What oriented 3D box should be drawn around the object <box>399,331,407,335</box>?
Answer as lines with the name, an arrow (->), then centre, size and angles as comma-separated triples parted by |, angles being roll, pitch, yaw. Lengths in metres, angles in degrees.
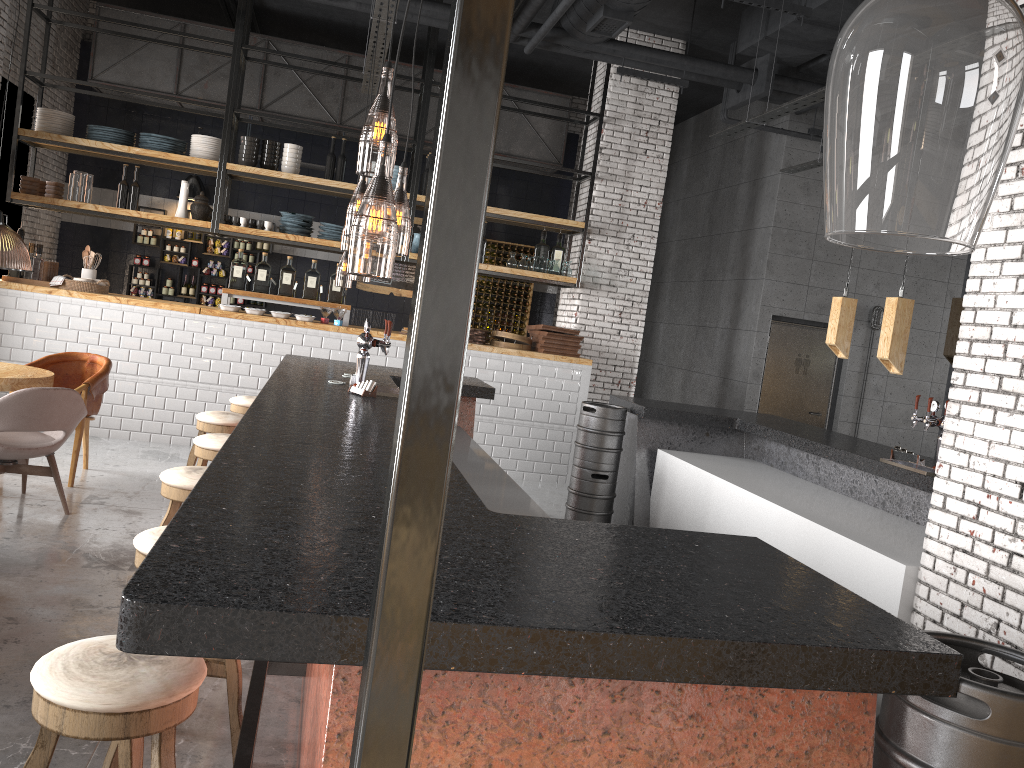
object -> -0.950, -0.505, 9.102 | 0.407, 0.019, 0.458 | 10, 5, 29

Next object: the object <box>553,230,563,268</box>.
object -> 0.510, -1.465, 9.834 | 0.140, 0.549, 0.097 | 8, 3, -8

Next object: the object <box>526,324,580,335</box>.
object -> 0.424, -0.567, 9.343 | 0.406, 0.094, 0.637 | 7, 4, -15

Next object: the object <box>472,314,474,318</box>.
object -> -0.581, -0.615, 9.138 | 0.241, 0.338, 0.489 | 6, 4, -26

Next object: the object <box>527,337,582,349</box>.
object -> 0.442, -0.435, 9.422 | 0.405, 0.044, 0.637 | 7, 4, -16

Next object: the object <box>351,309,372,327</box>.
object -> -1.519, -0.670, 8.973 | 0.181, 0.168, 0.170 | 8, 4, -2

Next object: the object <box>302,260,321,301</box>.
object -> -2.025, -1.055, 8.989 | 0.154, 0.404, 0.155 | 7, 3, -13

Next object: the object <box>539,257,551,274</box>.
object -> 0.358, -1.286, 9.629 | 0.118, 0.180, 0.119 | 6, 4, -36

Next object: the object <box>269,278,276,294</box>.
object -> -2.397, -0.976, 8.856 | 0.039, 0.163, 0.077 | 10, 4, 32

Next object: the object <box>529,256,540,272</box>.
object -> 0.244, -1.299, 9.590 | 0.118, 0.180, 0.118 | 9, 4, 21

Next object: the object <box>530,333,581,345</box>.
object -> 0.449, -0.479, 9.420 | 0.405, 0.044, 0.637 | 7, 4, -12

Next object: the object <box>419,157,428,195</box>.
object -> -0.935, -2.217, 9.581 | 0.098, 0.470, 0.098 | 9, 3, 10

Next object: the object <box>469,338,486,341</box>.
object -> -0.447, -0.480, 9.288 | 0.458, 0.019, 0.407 | 9, 4, 16

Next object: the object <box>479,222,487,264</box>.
object -> -0.324, -1.527, 9.628 | 0.098, 0.470, 0.098 | 8, 3, -5

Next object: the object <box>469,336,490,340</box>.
object -> -0.451, -0.497, 9.285 | 0.458, 0.019, 0.407 | 4, 6, -44

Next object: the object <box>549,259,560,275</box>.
object -> 0.472, -1.273, 9.672 | 0.118, 0.180, 0.119 | 6, 4, -29

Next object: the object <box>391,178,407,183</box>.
object -> -1.222, -2.113, 9.351 | 0.218, 0.092, 0.219 | 6, 4, -22

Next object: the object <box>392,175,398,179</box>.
object -> -1.218, -2.145, 9.352 | 0.218, 0.092, 0.218 | 10, 4, 24

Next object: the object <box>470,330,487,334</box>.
object -> -0.432, -0.559, 9.284 | 0.458, 0.019, 0.407 | 10, 4, 21

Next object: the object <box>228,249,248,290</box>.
object -> -2.722, -1.142, 8.842 | 0.154, 0.404, 0.155 | 7, 3, -13

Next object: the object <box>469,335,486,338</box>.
object -> -0.471, -0.515, 9.265 | 0.407, 0.019, 0.458 | 8, 4, 1

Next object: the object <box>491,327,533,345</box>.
object -> 0.001, -0.496, 9.340 | 0.437, 0.154, 0.439 | 11, 5, 35

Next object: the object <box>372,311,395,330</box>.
object -> -1.317, -0.651, 9.111 | 0.181, 0.168, 0.170 | 6, 4, -32

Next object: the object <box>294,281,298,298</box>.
object -> -2.174, -0.949, 8.911 | 0.031, 0.163, 0.046 | 9, 3, 13

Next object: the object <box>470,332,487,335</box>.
object -> -0.428, -0.543, 9.285 | 0.459, 0.019, 0.406 | 10, 5, 30

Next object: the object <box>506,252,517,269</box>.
object -> 0.001, -1.332, 9.565 | 0.119, 0.180, 0.118 | 11, 4, 41

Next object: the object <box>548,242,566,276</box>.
object -> 0.499, -1.391, 9.842 | 0.156, 0.405, 0.106 | 8, 3, -8

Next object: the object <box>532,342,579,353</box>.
object -> 0.436, -0.391, 9.425 | 0.405, 0.044, 0.637 | 7, 4, -10

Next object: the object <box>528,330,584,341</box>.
object -> 0.455, -0.523, 9.418 | 0.405, 0.044, 0.637 | 7, 4, -19

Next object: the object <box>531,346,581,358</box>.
object -> 0.430, -0.348, 9.427 | 0.405, 0.044, 0.637 | 7, 4, -17

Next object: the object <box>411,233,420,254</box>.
object -> -0.969, -1.485, 9.479 | 0.198, 0.230, 0.166 | 8, 3, -6

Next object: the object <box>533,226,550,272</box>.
object -> 0.329, -1.485, 9.784 | 0.156, 0.553, 0.106 | 8, 3, -8

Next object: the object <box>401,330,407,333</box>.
object -> -1.001, -0.531, 9.137 | 0.276, 0.019, 0.514 | 7, 4, -7

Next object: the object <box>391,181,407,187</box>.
object -> -1.219, -2.081, 9.356 | 0.218, 0.092, 0.219 | 6, 5, -29

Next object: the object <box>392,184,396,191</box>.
object -> -1.228, -2.048, 9.356 | 0.218, 0.085, 0.219 | 4, 5, -43

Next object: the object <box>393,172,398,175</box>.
object -> -1.214, -2.177, 9.351 | 0.218, 0.092, 0.218 | 10, 5, 28

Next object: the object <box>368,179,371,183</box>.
object -> -1.453, -2.107, 9.330 | 0.210, 0.069, 0.210 | 12, 6, 43

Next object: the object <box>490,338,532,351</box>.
object -> -0.010, -0.430, 9.340 | 0.437, 0.097, 0.437 | 9, 4, 12

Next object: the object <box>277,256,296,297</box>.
object -> -2.262, -1.085, 8.942 | 0.154, 0.404, 0.155 | 7, 3, -13

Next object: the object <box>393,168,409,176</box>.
object -> -1.199, -2.208, 9.350 | 0.218, 0.096, 0.219 | 6, 5, -28

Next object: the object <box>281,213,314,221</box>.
object -> -2.230, -1.720, 9.202 | 0.334, 0.048, 0.335 | 6, 5, -25

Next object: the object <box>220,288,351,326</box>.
object -> -2.296, -0.609, 8.974 | 1.249, 0.551, 0.315 | 7, 3, -12

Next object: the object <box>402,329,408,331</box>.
object -> -1.005, -0.544, 9.129 | 0.214, 0.013, 0.522 | 7, 4, -16

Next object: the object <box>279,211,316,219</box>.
object -> -2.229, -1.740, 9.199 | 0.373, 0.050, 0.373 | 9, 4, 10

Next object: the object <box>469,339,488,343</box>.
object -> -0.427, -0.461, 9.285 | 0.406, 0.019, 0.459 | 5, 5, -40

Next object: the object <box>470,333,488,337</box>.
object -> -0.456, -0.530, 9.279 | 0.407, 0.019, 0.458 | 10, 5, 30

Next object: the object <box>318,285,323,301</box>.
object -> -1.930, -0.917, 8.941 | 0.024, 0.163, 0.062 | 7, 3, -22

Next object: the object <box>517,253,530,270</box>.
object -> 0.123, -1.315, 9.573 | 0.118, 0.180, 0.118 | 11, 4, 37

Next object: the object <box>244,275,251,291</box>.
object -> -2.624, -1.003, 8.790 | 0.032, 0.163, 0.080 | 5, 4, -41

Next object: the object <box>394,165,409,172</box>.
object -> -1.200, -2.239, 9.350 | 0.219, 0.091, 0.218 | 8, 4, 5

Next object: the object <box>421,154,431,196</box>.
object -> -0.881, -2.184, 9.317 | 0.098, 0.458, 0.098 | 9, 3, 10

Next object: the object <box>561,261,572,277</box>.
object -> 0.601, -1.253, 9.647 | 0.118, 0.180, 0.118 | 9, 3, 12

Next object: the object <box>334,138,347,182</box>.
object -> -1.767, -2.307, 9.200 | 0.098, 0.470, 0.098 | 9, 3, 10

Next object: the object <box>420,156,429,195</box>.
object -> -0.908, -2.198, 9.449 | 0.098, 0.458, 0.098 | 9, 3, 10

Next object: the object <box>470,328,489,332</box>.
object -> -0.447, -0.577, 9.278 | 0.407, 0.019, 0.458 | 11, 5, 34

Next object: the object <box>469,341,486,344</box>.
object -> -0.447, -0.448, 9.290 | 0.458, 0.019, 0.407 | 10, 5, 23

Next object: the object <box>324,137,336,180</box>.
object -> -1.872, -2.320, 9.177 | 0.098, 0.470, 0.098 | 9, 3, 10

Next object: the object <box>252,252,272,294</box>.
object -> -2.496, -1.113, 8.883 | 0.154, 0.404, 0.155 | 7, 3, -13

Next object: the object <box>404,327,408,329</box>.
object -> -1.003, -0.562, 9.034 | 0.172, 0.010, 0.369 | 8, 4, -2
